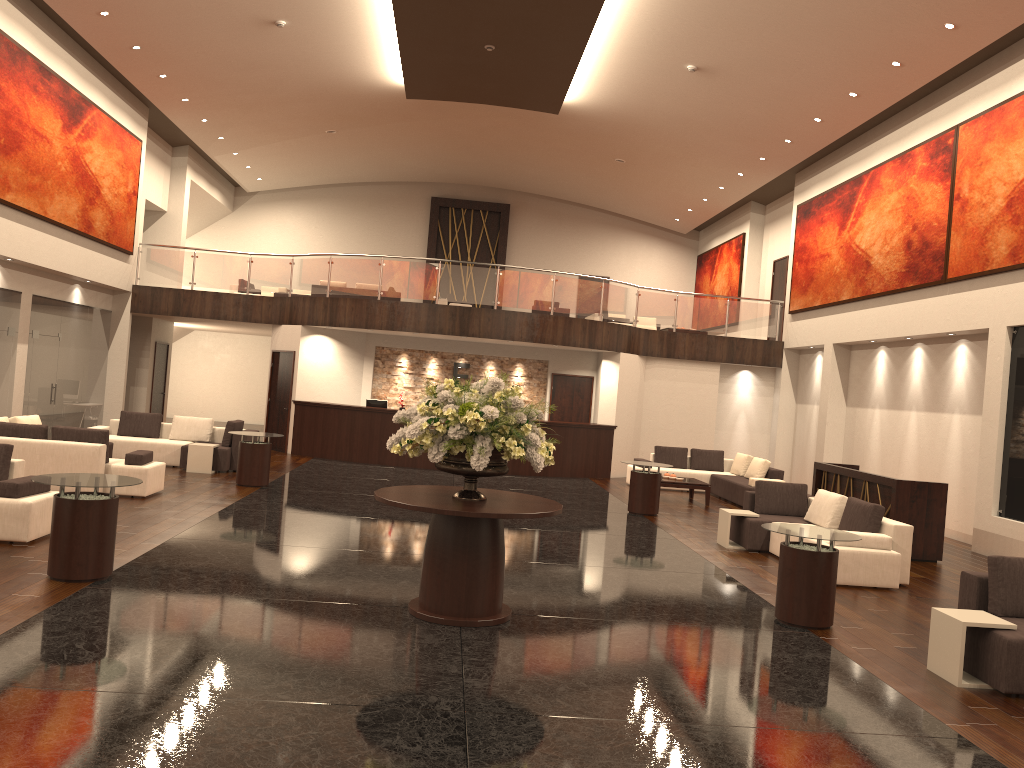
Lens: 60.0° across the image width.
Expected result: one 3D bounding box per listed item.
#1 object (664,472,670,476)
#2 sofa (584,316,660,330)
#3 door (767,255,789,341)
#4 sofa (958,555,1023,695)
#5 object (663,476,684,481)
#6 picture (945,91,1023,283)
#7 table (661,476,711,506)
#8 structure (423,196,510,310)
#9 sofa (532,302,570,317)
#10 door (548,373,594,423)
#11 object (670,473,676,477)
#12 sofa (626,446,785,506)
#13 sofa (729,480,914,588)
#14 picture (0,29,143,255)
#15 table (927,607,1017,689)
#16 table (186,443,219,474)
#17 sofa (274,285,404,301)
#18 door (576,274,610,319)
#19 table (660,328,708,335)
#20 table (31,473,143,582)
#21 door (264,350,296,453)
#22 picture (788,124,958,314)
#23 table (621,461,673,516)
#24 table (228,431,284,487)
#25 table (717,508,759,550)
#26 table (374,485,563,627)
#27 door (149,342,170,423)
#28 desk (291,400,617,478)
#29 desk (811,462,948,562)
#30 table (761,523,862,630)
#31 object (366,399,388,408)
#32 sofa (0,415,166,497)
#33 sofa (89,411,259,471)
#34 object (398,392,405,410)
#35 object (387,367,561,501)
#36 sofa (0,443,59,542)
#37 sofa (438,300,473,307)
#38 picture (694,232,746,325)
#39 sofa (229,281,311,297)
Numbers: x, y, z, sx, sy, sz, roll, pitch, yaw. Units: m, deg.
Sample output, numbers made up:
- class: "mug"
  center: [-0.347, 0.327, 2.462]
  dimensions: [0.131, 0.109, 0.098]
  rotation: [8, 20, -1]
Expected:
- class: "object"
  center: [2.907, 1.703, 16.625]
  dimensions: [0.119, 0.106, 0.119]
  rotation: [5, 0, 19]
- class: "sofa"
  center: [3.907, -1.617, 25.774]
  dimensions: [3.366, 0.862, 2.586]
  rotation: [5, 0, -4]
- class: "door"
  center: [6.758, -2.082, 22.506]
  dimensions: [0.104, 2.232, 0.990]
  rotation: [5, 0, -4]
- class: "sofa"
  center: [4.041, 1.760, 5.673]
  dimensions: [1.291, 0.862, 2.846]
  rotation: [5, 0, -4]
- class: "object"
  center: [2.972, 1.742, 16.368]
  dimensions: [0.437, 0.040, 0.154]
  rotation: [5, 0, 42]
- class: "picture"
  center: [7.155, -2.852, 11.795]
  dimensions: [0.070, 2.526, 4.515]
  rotation: [5, 0, -4]
- class: "table"
  center: [2.969, 1.950, 16.415]
  dimensions: [1.100, 0.380, 1.100]
  rotation: [5, 0, -4]
- class: "structure"
  center: [-1.485, -3.743, 28.346]
  dimensions: [2.524, 4.236, 0.187]
  rotation: [5, 0, -4]
- class: "sofa"
  center: [0.840, -1.868, 25.579]
  dimensions: [1.291, 0.862, 2.846]
  rotation: [5, 0, -4]
- class: "door"
  center: [1.325, 0.898, 20.594]
  dimensions: [0.990, 2.232, 0.104]
  rotation: [5, 0, -4]
- class: "object"
  center: [2.998, 1.710, 16.500]
  dimensions: [0.119, 0.106, 0.119]
  rotation: [5, 0, -22]
- class: "sofa"
  center: [3.803, 1.779, 17.305]
  dimensions: [2.586, 0.862, 3.366]
  rotation: [5, 0, -4]
- class: "sofa"
  center: [3.671, 1.747, 10.833]
  dimensions: [1.291, 0.862, 2.846]
  rotation: [5, 0, -4]
- class: "picture"
  center: [-8.016, -4.076, 16.233]
  dimensions: [0.070, 2.526, 6.485]
  rotation: [5, 0, -4]
- class: "table"
  center: [3.314, 1.906, 6.407]
  dimensions: [0.400, 0.460, 0.400]
  rotation: [5, 0, -4]
- class: "table"
  center: [-5.169, 1.241, 14.842]
  dimensions: [0.400, 0.460, 0.400]
  rotation: [5, 0, -4]
- class: "sofa"
  center: [-4.726, -2.325, 24.679]
  dimensions: [3.366, 0.862, 2.586]
  rotation: [5, 0, -4]
- class: "door"
  center: [2.589, -2.402, 28.731]
  dimensions: [0.990, 2.232, 0.104]
  rotation: [5, 0, -4]
- class: "table"
  center: [4.755, -1.310, 24.742]
  dimensions: [1.100, 0.380, 1.100]
  rotation: [5, 0, -4]
- class: "table"
  center: [-3.513, 1.181, 7.281]
  dimensions: [0.833, 0.795, 0.844]
  rotation: [5, 0, -43]
- class: "door"
  center: [-5.140, 0.369, 19.643]
  dimensions: [0.104, 2.232, 0.990]
  rotation: [5, 0, -44]
- class: "picture"
  center: [6.762, -2.867, 17.293]
  dimensions: [0.070, 2.526, 6.485]
  rotation: [5, 0, -4]
- class: "table"
  center: [2.111, 1.662, 14.093]
  dimensions: [0.833, 0.795, 0.844]
  rotation: [5, 0, 35]
- class: "table"
  center: [-3.969, 1.164, 13.657]
  dimensions: [0.833, 0.795, 0.844]
  rotation: [5, 0, 35]
- class: "table"
  center: [2.945, 1.892, 11.567]
  dimensions: [0.400, 0.460, 0.400]
  rotation: [5, 0, -4]
- class: "table"
  center: [-0.380, 1.373, 7.103]
  dimensions: [1.498, 0.921, 1.498]
  rotation: [5, 0, -13]
- class: "door"
  center: [-8.812, 0.077, 22.087]
  dimensions: [0.104, 2.232, 0.990]
  rotation: [5, 0, -4]
- class: "desk"
  center: [-1.241, 1.217, 19.164]
  dimensions: [7.146, 1.171, 1.674]
  rotation: [5, 0, -3]
- class: "desk"
  center: [5.207, 1.786, 12.835]
  dimensions: [0.700, 1.043, 2.606]
  rotation: [5, 0, -4]
- class: "table"
  center: [2.568, 1.678, 7.717]
  dimensions: [0.833, 0.795, 0.844]
  rotation: [5, 0, -43]
- class: "object"
  center: [-2.928, 0.583, 19.130]
  dimensions: [0.483, 0.485, 0.189]
  rotation: [5, 0, 11]
- class: "sofa"
  center: [-6.099, 0.956, 12.817]
  dimensions: [2.586, 0.862, 3.366]
  rotation: [5, 0, -4]
- class: "sofa"
  center: [-5.979, 0.974, 15.442]
  dimensions: [2.846, 0.862, 1.291]
  rotation: [5, 0, -4]
- class: "object"
  center: [-2.308, 0.352, 18.640]
  dimensions: [0.163, 0.390, 0.165]
  rotation: [5, 0, 4]
- class: "object"
  center: [-0.325, 0.366, 7.107]
  dimensions: [1.402, 1.097, 1.453]
  rotation: [4, 0, 42]
- class: "sofa"
  center: [-5.699, 0.971, 7.482]
  dimensions: [2.586, 0.862, 3.366]
  rotation: [5, 0, -4]
- class: "sofa"
  center: [-1.480, -2.058, 25.537]
  dimensions: [1.291, 0.862, 2.846]
  rotation: [5, 0, -4]
- class: "picture"
  center: [6.103, -2.890, 26.506]
  dimensions: [0.070, 2.526, 4.515]
  rotation: [5, 0, -4]
- class: "sofa"
  center: [-6.426, -2.460, 26.061]
  dimensions: [3.366, 0.862, 2.586]
  rotation: [5, 0, -4]
